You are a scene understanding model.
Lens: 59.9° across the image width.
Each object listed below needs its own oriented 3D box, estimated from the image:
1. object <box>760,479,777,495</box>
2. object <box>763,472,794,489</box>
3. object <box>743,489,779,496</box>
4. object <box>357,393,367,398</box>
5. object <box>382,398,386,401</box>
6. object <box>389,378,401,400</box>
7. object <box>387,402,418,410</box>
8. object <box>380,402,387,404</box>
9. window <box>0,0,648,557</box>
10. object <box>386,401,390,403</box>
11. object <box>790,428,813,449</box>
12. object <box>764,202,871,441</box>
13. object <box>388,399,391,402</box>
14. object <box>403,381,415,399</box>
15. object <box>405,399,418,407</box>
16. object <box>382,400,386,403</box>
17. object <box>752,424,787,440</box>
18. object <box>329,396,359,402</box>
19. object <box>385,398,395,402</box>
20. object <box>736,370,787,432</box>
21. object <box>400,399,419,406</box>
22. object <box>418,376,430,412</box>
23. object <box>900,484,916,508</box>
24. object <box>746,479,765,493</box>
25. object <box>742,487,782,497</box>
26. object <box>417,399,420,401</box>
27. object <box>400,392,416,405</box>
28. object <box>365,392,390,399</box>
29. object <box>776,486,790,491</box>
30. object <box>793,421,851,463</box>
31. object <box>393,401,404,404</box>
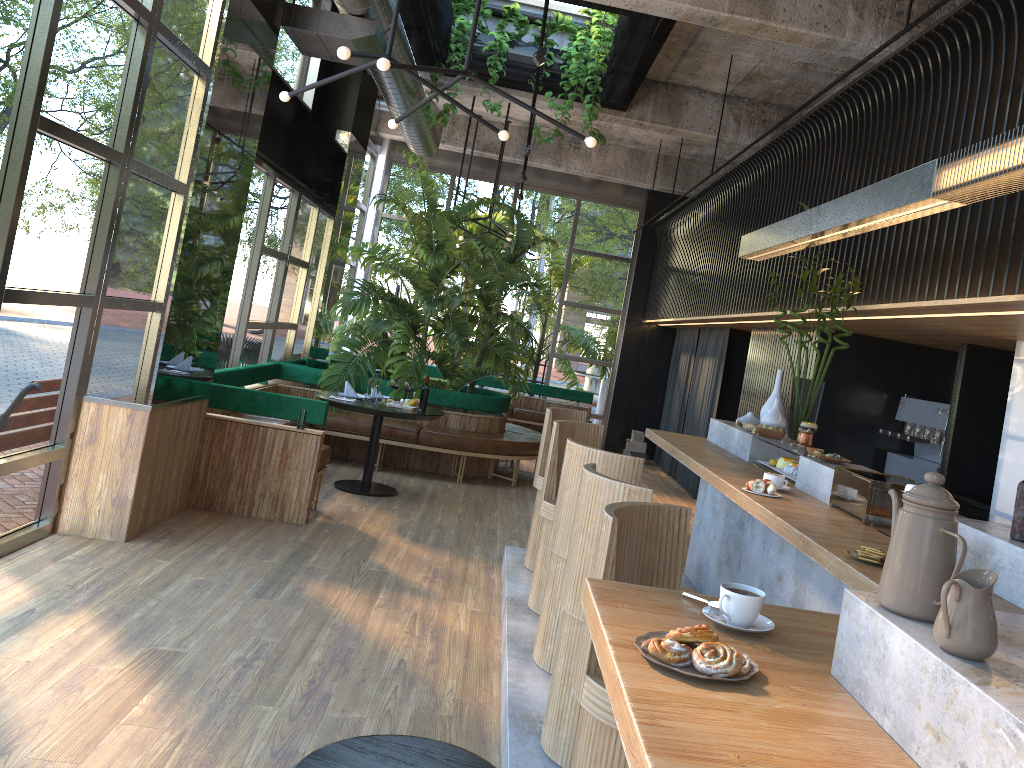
[{"bbox_3d":[1.081,0.435,3.779,0.072,0.060,0.126,9,2,-34],"label":"object"},{"bbox_3d":[1.192,0.437,3.974,0.136,0.064,0.108,9,2,-24],"label":"object"},{"bbox_3d":[1.061,0.460,3.769,0.118,0.005,0.125,12,4,36],"label":"object"},{"bbox_3d":[-1.379,0.092,7.891,0.164,0.019,0.245,7,4,-43],"label":"object"},{"bbox_3d":[-1.124,0.139,7.806,0.024,0.025,0.047,10,2,16],"label":"object"},{"bbox_3d":[-1.053,0.056,7.918,0.104,0.201,0.100,10,-1,-14],"label":"object"},{"bbox_3d":[-0.918,0.186,7.659,0.237,0.019,0.356,10,3,7],"label":"object"},{"bbox_3d":[-1.102,0.162,7.586,0.062,0.013,0.147,10,3,-7],"label":"object"},{"bbox_3d":[-0.053,-1.941,3.422,4.168,6.492,20.244,10,3,-1],"label":"window"},{"bbox_3d":[-1.065,0.156,7.630,0.032,0.031,0.040,10,1,22],"label":"object"},{"bbox_3d":[1.533,0.285,4.703,0.087,0.107,0.160,10,1,43],"label":"object"},{"bbox_3d":[1.798,-0.285,5.331,0.648,1.552,0.605,9,-2,35],"label":"object"},{"bbox_3d":[-1.065,0.151,7.721,0.033,0.032,0.037,10,1,-5],"label":"object"},{"bbox_3d":[-0.925,0.080,7.889,0.104,0.201,0.100,10,-1,-14],"label":"object"},{"bbox_3d":[-0.864,0.153,7.660,0.098,0.064,0.163,9,3,-32],"label":"object"},{"bbox_3d":[-1.106,0.152,7.688,0.033,0.019,0.038,10,2,9],"label":"object"},{"bbox_3d":[1.466,0.269,5.065,0.190,0.073,0.230,11,3,17],"label":"object"},{"bbox_3d":[-1.385,0.121,7.386,0.257,0.019,0.156,10,3,-4],"label":"object"},{"bbox_3d":[-1.071,0.148,7.784,0.097,0.028,0.129,10,3,12],"label":"object"},{"bbox_3d":[1.558,0.108,5.317,0.329,0.398,0.307,10,0,-45],"label":"object"},{"bbox_3d":[-0.896,0.155,7.759,0.195,0.038,0.063,12,2,30],"label":"object"},{"bbox_3d":[-0.740,0.082,7.542,0.067,0.299,0.069,10,-2,13],"label":"object"},{"bbox_3d":[1.284,0.439,2.858,0.072,0.232,0.077,9,-2,30],"label":"object"},{"bbox_3d":[1.030,0.427,3.759,0.061,0.059,0.073,10,1,-12],"label":"object"},{"bbox_3d":[1.061,0.462,3.773,0.165,0.005,0.169,10,3,9],"label":"object"},{"bbox_3d":[-0.840,0.162,7.861,0.059,0.072,0.208,10,3,-11],"label":"object"},{"bbox_3d":[-0.886,0.125,7.568,0.143,0.124,0.097,10,0,-22],"label":"object"},{"bbox_3d":[-1.201,0.063,7.984,0.239,0.139,0.227,9,2,-19],"label":"object"},{"bbox_3d":[1.166,0.461,3.972,0.162,0.020,0.159,10,3,-6],"label":"object"},{"bbox_3d":[1.503,0.280,4.447,0.210,0.134,0.805,10,3,5],"label":"object"},{"bbox_3d":[-0.971,0.161,7.650,0.102,0.013,0.221,10,3,3],"label":"object"}]
